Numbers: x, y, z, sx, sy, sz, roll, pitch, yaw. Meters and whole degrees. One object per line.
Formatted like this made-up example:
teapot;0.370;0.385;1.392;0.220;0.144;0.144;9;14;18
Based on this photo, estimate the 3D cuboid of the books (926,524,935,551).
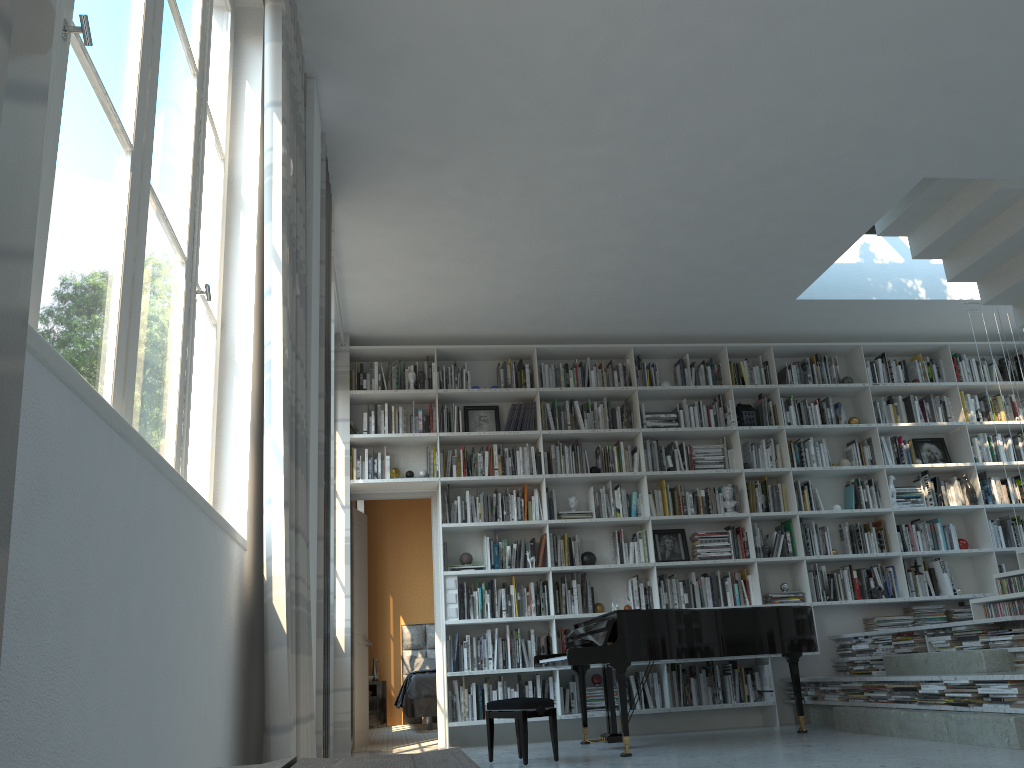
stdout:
books;3.543;1.334;7.605;0.026;0.245;0.166;-1;-18;-8

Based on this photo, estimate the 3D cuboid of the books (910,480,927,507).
books;3.538;0.981;7.716;0.012;0.253;0.161;-1;-18;-8

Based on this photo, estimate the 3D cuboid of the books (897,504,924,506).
books;3.388;1.062;7.667;0.285;0.012;0.160;-2;-18;-3

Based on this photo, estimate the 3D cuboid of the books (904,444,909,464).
books;3.432;0.652;7.808;0.033;0.212;0.153;-1;-18;-8

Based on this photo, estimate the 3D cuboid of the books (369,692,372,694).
books;-1.785;3.691;10.583;0.134;0.022;0.189;-19;-24;40

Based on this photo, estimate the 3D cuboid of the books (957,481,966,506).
books;3.877;0.980;7.751;0.041;0.238;0.177;-1;-18;-8

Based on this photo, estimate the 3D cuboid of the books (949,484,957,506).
books;3.821;1.000;7.760;0.025;0.212;0.156;-1;-18;-8

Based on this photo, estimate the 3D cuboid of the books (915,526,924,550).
books;3.451;1.341;7.585;0.012;0.228;0.179;-1;-18;-8

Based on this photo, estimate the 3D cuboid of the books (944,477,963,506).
books;3.846;0.964;7.750;0.021;0.270;0.192;-1;-18;-8

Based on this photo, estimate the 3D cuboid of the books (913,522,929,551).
books;3.473;1.322;7.570;0.028;0.254;0.192;-1;-18;-8

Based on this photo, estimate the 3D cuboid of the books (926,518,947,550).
books;3.644;1.307;7.611;0.026;0.289;0.182;-1;-18;-8

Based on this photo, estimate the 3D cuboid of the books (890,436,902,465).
books;3.362;0.617;7.808;0.012;0.286;0.177;-1;-18;-8

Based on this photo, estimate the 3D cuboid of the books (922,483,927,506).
books;3.553;0.989;7.734;0.023;0.246;0.138;-1;-18;-8

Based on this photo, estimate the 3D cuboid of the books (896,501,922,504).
books;3.386;1.041;7.681;0.254;0.012;0.161;-1;-18;-6

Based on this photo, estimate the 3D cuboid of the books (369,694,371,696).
books;-1.780;3.716;10.577;0.129;0.030;0.183;-8;-19;13

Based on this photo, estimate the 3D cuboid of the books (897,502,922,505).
books;3.387;1.052;7.673;0.254;0.012;0.161;-2;-18;-4

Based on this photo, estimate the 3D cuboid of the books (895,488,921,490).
books;3.382;0.927;7.718;0.285;0.012;0.160;0;-19;-10

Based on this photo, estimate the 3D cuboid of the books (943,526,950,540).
books;3.714;1.346;7.629;0.037;0.218;0.140;-1;-18;-8

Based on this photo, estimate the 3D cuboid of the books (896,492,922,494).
books;3.385;0.959;7.701;0.285;0.012;0.160;1;-19;-13

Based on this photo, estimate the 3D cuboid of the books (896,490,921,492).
books;3.384;0.950;7.711;0.285;0.012;0.160;-1;-18;-6

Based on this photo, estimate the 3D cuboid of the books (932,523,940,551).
books;3.600;1.331;7.620;0.012;0.253;0.161;-1;-18;-8

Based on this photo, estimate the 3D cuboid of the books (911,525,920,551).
books;3.405;1.338;7.582;0.026;0.238;0.177;-1;-18;-8

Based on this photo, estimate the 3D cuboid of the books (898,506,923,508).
books;3.388;1.075;7.666;0.254;0.012;0.161;1;-19;-12

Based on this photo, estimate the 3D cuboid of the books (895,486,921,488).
books;3.382;0.916;7.722;0.285;0.012;0.160;-1;-18;-6

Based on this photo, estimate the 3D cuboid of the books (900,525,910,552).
books;3.326;1.336;7.574;0.024;0.246;0.144;-1;-18;-8

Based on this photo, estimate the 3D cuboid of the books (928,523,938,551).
books;3.566;1.326;7.590;0.014;0.248;0.177;-1;-18;-8

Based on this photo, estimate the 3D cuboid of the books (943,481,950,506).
books;3.763;0.986;7.766;0.031;0.249;0.133;-1;-18;-8

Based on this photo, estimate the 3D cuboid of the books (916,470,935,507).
books;3.602;0.934;7.722;0.010;0.338;0.180;-1;-18;-8

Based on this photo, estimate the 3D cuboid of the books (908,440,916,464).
books;3.483;0.633;7.810;0.026;0.243;0.178;-1;-18;-8

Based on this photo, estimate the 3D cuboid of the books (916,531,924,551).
books;3.434;1.361;7.566;0.027;0.181;0.187;-1;-18;-8

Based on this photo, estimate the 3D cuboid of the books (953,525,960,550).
books;3.771;1.341;7.630;0.027;0.222;0.170;-1;-18;-8

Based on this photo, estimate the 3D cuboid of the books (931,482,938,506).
books;3.624;0.985;7.717;0.030;0.235;0.180;-1;-18;-8

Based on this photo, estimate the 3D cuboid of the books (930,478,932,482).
books;3.642;0.969;7.743;0.013;0.279;0.131;-1;-18;-8

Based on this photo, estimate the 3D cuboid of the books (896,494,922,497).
books;3.386;0.983;7.698;0.285;0.012;0.160;0;-19;-11

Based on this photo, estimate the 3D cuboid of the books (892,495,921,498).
books;3.387;0.993;7.690;0.254;0.012;0.161;-2;-18;-3

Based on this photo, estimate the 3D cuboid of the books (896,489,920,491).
books;3.383;0.938;7.714;0.254;0.012;0.161;-1;-18;-6

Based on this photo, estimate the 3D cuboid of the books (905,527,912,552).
books;3.346;1.343;7.561;0.011;0.222;0.163;-1;-18;-8

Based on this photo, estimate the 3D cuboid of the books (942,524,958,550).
books;3.745;1.335;7.627;0.025;0.234;0.182;-1;-18;-8

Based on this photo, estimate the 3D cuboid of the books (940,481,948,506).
books;3.735;0.984;7.743;0.031;0.241;0.147;-1;-18;-8

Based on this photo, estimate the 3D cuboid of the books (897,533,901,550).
books;3.245;1.364;7.548;0.023;0.186;0.160;-1;-18;-8

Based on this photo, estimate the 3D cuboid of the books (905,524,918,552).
books;3.372;1.330;7.563;0.045;0.245;0.186;-1;-18;-8

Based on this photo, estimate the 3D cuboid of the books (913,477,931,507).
books;3.578;0.969;7.737;0.012;0.284;0.160;-1;-18;-8

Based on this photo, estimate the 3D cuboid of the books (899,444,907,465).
books;3.398;0.650;7.788;0.013;0.206;0.190;-1;-18;-8

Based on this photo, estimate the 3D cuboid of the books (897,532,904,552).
books;3.267;1.364;7.549;0.022;0.183;0.163;-1;-18;-8

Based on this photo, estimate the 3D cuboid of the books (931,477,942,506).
books;3.679;0.964;7.736;0.059;0.281;0.168;-1;-18;-8

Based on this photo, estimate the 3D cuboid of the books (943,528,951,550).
books;3.684;1.350;7.607;0.030;0.200;0.190;-1;-18;-8

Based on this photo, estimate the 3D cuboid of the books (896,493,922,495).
books;3.385;0.972;7.704;0.285;0.012;0.160;-1;-18;-6

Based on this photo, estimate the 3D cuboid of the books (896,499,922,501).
books;3.386;1.017;7.682;0.254;0.012;0.161;1;-19;-13

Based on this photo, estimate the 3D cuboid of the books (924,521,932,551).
books;3.505;1.319;7.580;0.012;0.261;0.187;-1;-18;-8

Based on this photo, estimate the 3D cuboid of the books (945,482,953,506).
books;3.793;0.992;7.767;0.028;0.234;0.129;-1;-18;-8

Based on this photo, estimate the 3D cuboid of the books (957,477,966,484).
books;3.979;0.967;7.802;0.029;0.282;0.139;-1;-18;-8

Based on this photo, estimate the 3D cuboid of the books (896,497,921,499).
books;3.384;1.008;7.696;0.254;0.012;0.161;-1;-18;-8

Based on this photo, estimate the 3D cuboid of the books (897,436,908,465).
books;3.407;0.617;7.812;0.014;0.284;0.176;-1;-18;-8

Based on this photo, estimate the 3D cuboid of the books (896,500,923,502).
books;3.386;1.030;7.685;0.285;0.012;0.160;0;-19;-10

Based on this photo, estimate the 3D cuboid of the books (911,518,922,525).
books;3.490;1.307;7.600;0.013;0.298;0.148;-1;-18;-8

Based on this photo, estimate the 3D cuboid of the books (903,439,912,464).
books;3.458;0.632;7.818;0.021;0.252;0.167;-1;-18;-8

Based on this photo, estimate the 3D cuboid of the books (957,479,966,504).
books;3.907;0.977;7.772;0.024;0.254;0.145;-1;-18;-8

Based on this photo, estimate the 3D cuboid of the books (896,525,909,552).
books;3.292;1.335;7.559;0.047;0.243;0.178;-1;-18;-8

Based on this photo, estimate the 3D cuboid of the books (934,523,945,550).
books;3.621;1.328;7.598;0.023;0.243;0.190;-1;-18;-8

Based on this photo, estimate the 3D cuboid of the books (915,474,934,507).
books;3.593;0.953;7.716;0.011;0.299;0.184;-1;-18;-8
